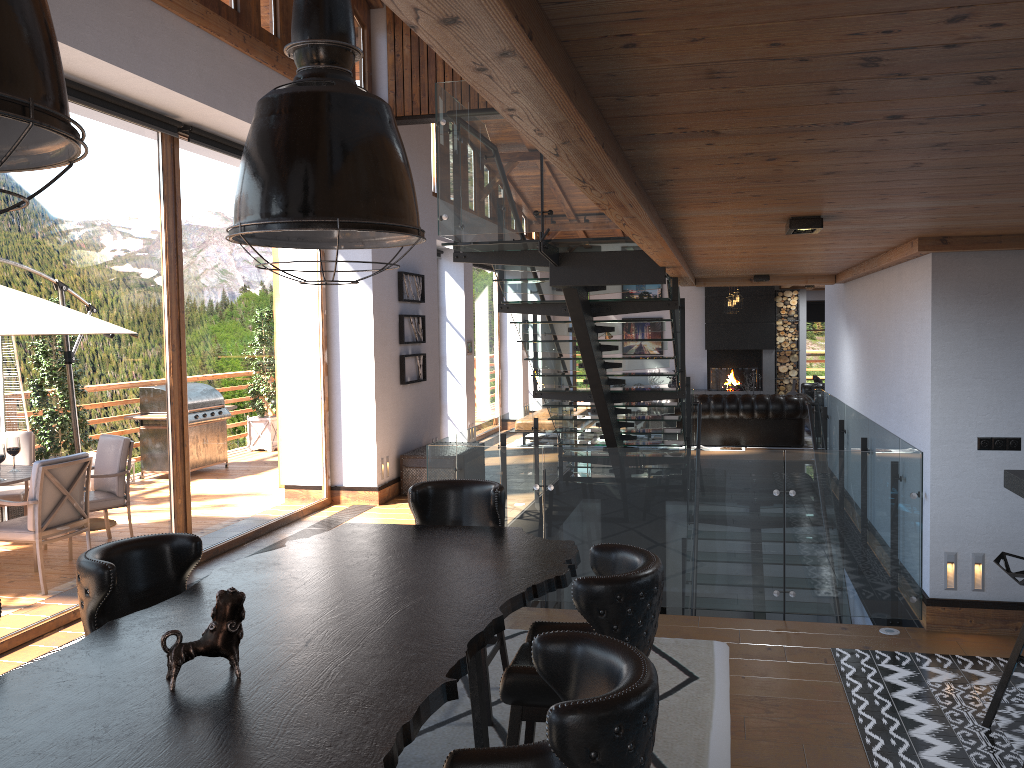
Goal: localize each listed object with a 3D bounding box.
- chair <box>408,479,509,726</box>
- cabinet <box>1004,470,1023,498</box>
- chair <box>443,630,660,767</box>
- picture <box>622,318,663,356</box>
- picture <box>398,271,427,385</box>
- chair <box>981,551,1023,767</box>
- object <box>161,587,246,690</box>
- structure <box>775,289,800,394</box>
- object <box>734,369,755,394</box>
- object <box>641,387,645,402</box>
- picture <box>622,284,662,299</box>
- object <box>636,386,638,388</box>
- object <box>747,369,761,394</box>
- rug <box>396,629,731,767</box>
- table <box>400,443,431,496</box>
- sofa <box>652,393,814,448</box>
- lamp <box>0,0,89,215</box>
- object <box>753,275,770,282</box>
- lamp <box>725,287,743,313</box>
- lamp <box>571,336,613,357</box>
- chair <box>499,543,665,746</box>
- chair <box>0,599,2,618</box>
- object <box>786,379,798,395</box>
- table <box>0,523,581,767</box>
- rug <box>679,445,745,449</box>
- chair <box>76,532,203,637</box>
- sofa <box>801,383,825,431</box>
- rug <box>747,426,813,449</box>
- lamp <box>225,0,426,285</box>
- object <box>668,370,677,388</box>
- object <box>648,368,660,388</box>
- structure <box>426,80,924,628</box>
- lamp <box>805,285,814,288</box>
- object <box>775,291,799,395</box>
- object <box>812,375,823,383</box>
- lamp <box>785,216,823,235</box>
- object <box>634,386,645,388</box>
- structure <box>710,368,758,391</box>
[{"bbox_3d":[-0.285,1.059,4.436,0.502,1.091,0.571,0,3,12],"label":"chair"},{"bbox_3d":[2.463,1.149,2.239,0.884,1.103,4.829,0,4,13],"label":"cabinet"},{"bbox_3d":[0.066,1.197,2.094,0.569,1.091,0.504,-1,3,-3],"label":"chair"},{"bbox_3d":[2.840,-1.031,19.309,0.875,0.815,0.036,0,3,12],"label":"picture"},{"bbox_3d":[-1.191,-0.670,10.637,0.059,1.311,0.778,0,3,13],"label":"picture"},{"bbox_3d":[2.337,1.186,3.792,0.467,0.839,0.542,0,3,13],"label":"chair"},{"bbox_3d":[-0.846,0.687,2.434,0.223,0.253,0.115,-2,3,-25],"label":"object"},{"bbox_3d":[5.718,-0.639,18.448,0.499,2.615,0.515,0,3,13],"label":"structure"},{"bbox_3d":[4.094,0.109,15.509,0.403,0.807,0.626,0,3,24],"label":"object"},{"bbox_3d":[2.178,0.195,14.796,0.088,0.286,0.087,-1,3,-10],"label":"object"},{"bbox_3d":[2.824,-2.024,19.261,0.875,0.815,0.036,0,3,12],"label":"picture"},{"bbox_3d":[2.116,0.185,14.981,0.087,0.286,0.088,0,3,23],"label":"object"},{"bbox_3d":[4.944,0.194,18.137,0.311,1.017,0.304,-3,3,-32],"label":"object"},{"bbox_3d":[-0.579,1.709,2.811,2.539,0.047,5.664,0,4,13],"label":"rug"},{"bbox_3d":[-0.813,1.005,10.667,0.681,0.469,1.262,0,3,13],"label":"table"},{"bbox_3d":[3.492,0.548,14.084,2.554,0.838,1.246,0,3,12],"label":"sofa"},{"bbox_3d":[-0.991,-2.558,1.168,0.628,4.682,0.615,-3,3,-32],"label":"lamp"},{"bbox_3d":[2.503,-1.067,8.899,0.154,0.068,0.262,0,4,13],"label":"object"},{"bbox_3d":[3.989,-2.386,16.036,0.261,2.200,0.804,-1,3,4],"label":"lamp"},{"bbox_3d":[1.604,-0.217,18.435,0.521,1.897,1.337,1,3,34],"label":"lamp"},{"bbox_3d":[0.241,1.136,3.045,0.565,1.091,0.507,0,3,12],"label":"chair"},{"bbox_3d":[-1.552,1.193,2.534,0.569,1.091,0.504,-1,3,-3],"label":"chair"},{"bbox_3d":[5.752,0.297,18.170,0.268,0.794,0.263,-1,3,-4],"label":"object"},{"bbox_3d":[-0.720,1.276,2.487,1.422,0.949,3.819,0,4,13],"label":"table"},{"bbox_3d":[1.992,0.910,14.938,3.788,0.053,2.446,0,4,13],"label":"rug"},{"bbox_3d":[-1.299,1.151,3.322,0.563,1.091,0.508,0,3,22],"label":"chair"},{"bbox_3d":[5.863,0.410,15.768,1.233,0.838,2.580,0,3,13],"label":"sofa"},{"bbox_3d":[5.291,0.836,15.363,2.419,0.053,4.069,0,4,14],"label":"rug"},{"bbox_3d":[-0.622,-2.659,2.723,0.628,4.682,0.615,-3,3,-32],"label":"lamp"},{"bbox_3d":[3.491,-0.092,18.935,0.337,0.455,0.338,1,4,38],"label":"object"},{"bbox_3d":[3.052,-0.114,18.961,0.261,0.532,0.424,-2,3,-18],"label":"object"},{"bbox_3d":[-1.293,1.015,8.089,9.164,6.394,11.090,0,3,13],"label":"structure"},{"bbox_3d":[5.866,-1.943,17.473,0.154,0.068,0.262,0,4,13],"label":"lamp"},{"bbox_3d":[5.714,-0.634,18.459,0.491,2.610,0.469,0,3,12],"label":"object"},{"bbox_3d":[5.975,-0.027,17.307,0.251,0.318,0.148,-3,4,-36],"label":"object"},{"bbox_3d":[1.404,-0.768,4.266,0.154,0.068,0.262,0,4,13],"label":"lamp"},{"bbox_3d":[2.721,0.061,19.132,0.279,0.160,0.260,0,3,15],"label":"object"},{"bbox_3d":[4.654,-0.081,18.570,0.977,0.514,0.184,0,3,12],"label":"structure"}]
